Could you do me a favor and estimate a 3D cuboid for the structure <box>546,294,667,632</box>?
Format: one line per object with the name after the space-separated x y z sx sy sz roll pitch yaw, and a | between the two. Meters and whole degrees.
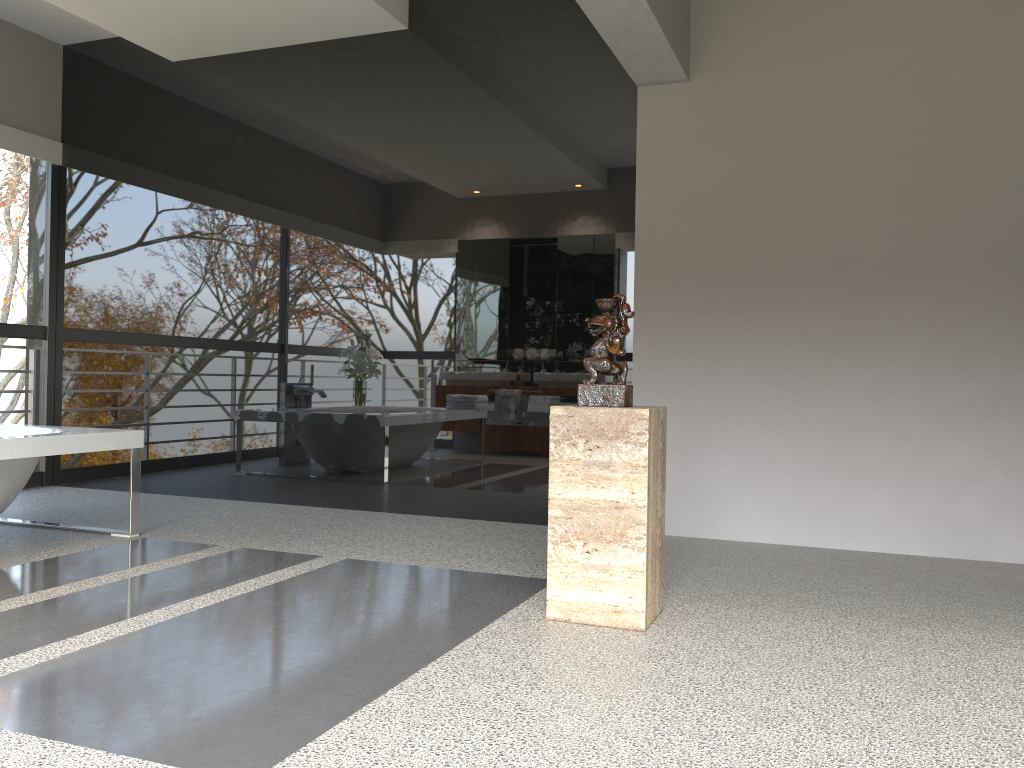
0.324 0.234 2.963 0.328 1.074 0.292 1 0 21 | structure

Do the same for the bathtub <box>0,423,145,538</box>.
-2.738 0.459 3.586 1.327 0.504 1.958 1 0 21 | bathtub
